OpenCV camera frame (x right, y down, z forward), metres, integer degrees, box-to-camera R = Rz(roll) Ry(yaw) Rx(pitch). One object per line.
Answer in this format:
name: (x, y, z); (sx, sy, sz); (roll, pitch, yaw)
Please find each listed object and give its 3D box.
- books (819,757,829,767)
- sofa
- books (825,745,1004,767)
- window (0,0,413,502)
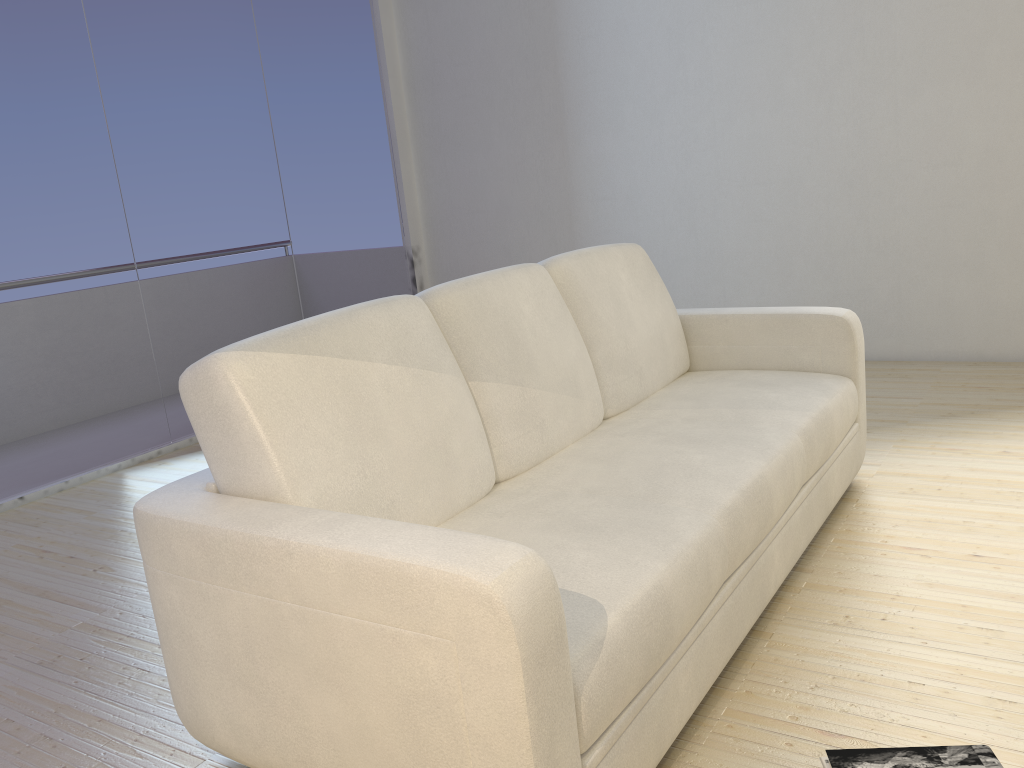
books: (0.603, 0.636, 1.249); (0.247, 0.038, 0.319); (-5, 12, 5)
sofa: (0.214, 0.122, 2.319); (0.941, 0.862, 2.166); (2, 15, 33)
books: (0.599, 0.607, 1.237); (0.247, 0.025, 0.287); (-5, 12, 7)
window: (-1.572, -1.144, 4.507); (0.012, 2.706, 2.988); (2, 15, 33)
